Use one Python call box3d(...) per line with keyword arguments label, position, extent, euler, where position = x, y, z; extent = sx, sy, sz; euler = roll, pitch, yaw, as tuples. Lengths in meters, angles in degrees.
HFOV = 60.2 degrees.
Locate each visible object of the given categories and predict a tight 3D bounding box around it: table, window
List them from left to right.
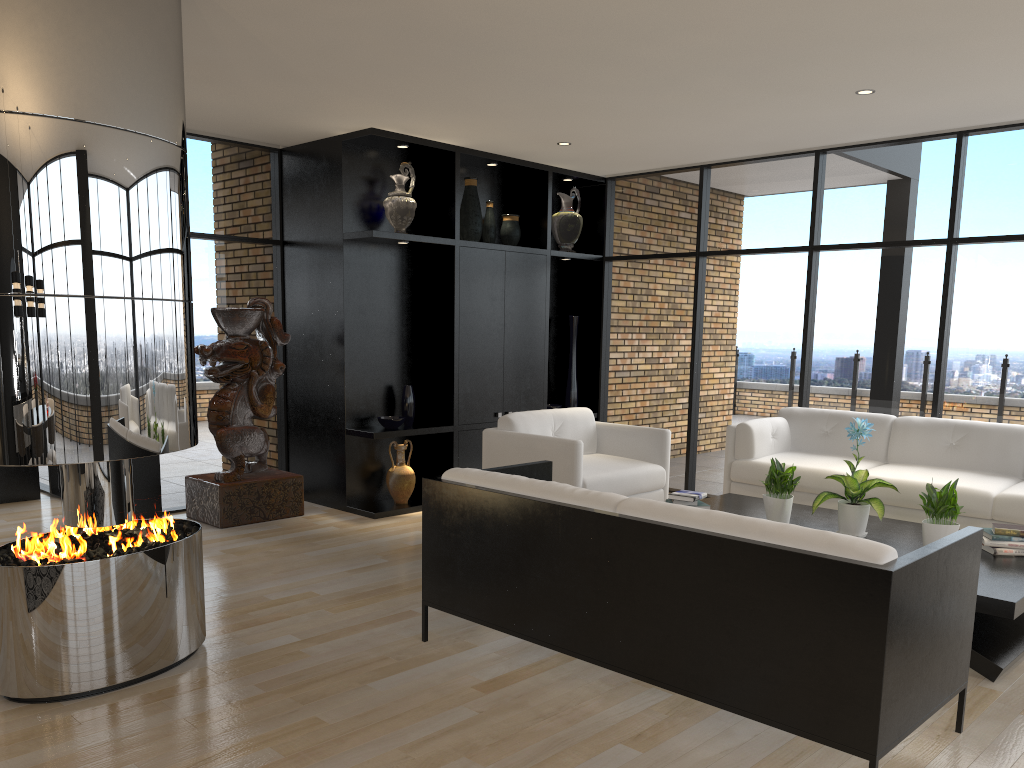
box3d(label="window", position=(-3.105, -1.345, 4.464), extent=(15.832, 4.845, 10.052), euler=(3, 5, 30))
box3d(label="table", position=(1.719, 0.972, 4.700), extent=(2.020, 0.355, 1.258), euler=(5, 5, 44))

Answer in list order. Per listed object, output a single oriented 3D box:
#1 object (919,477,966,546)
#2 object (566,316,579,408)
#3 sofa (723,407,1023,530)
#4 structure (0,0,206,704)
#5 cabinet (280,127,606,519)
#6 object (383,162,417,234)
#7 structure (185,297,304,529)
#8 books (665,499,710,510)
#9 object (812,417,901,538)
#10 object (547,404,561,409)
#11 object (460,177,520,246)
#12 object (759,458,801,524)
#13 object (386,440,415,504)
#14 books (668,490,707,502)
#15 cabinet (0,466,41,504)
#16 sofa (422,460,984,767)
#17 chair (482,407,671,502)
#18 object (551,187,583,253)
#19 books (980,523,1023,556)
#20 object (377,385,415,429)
box3d(label="object", position=(2.090, 0.641, 4.314), extent=(0.214, 0.374, 0.281), euler=(4, 8, 22))
box3d(label="object", position=(0.558, -0.176, 8.091), extent=(0.113, 0.893, 0.112), euler=(-5, 11, -34))
box3d(label="sofa", position=(2.749, 0.673, 5.672), extent=(2.678, 0.866, 0.850), euler=(5, 7, 44))
box3d(label="structure", position=(-1.645, -0.212, 3.428), extent=(0.584, 2.778, 0.884), euler=(6, 10, 32))
box3d(label="cabinet", position=(-0.468, -0.456, 7.562), extent=(2.649, 2.776, 1.177), euler=(-5, 10, -44))
box3d(label="object", position=(-0.823, -1.363, 6.483), extent=(0.245, 0.551, 0.241), euler=(1, 8, -2))
box3d(label="structure", position=(-1.922, 0.176, 6.380), extent=(0.513, 1.614, 0.727), euler=(9, 11, 44))
box3d(label="books", position=(0.984, 0.701, 4.970), extent=(0.223, 0.128, 0.304), euler=(0, 5, -7))
box3d(label="object", position=(1.777, 0.485, 4.568), extent=(0.369, 0.639, 0.352), euler=(-3, 9, -26))
box3d(label="object", position=(0.340, 0.234, 7.954), extent=(0.211, 0.082, 0.211), euler=(5, 6, 41))
box3d(label="object", position=(-0.184, -1.376, 7.151), extent=(0.206, 0.517, 0.615), euler=(9, 10, 44))
box3d(label="object", position=(1.492, 0.593, 4.903), extent=(0.215, 0.374, 0.281), euler=(2, 7, 7))
box3d(label="object", position=(-0.856, 0.678, 6.798), extent=(0.222, 0.501, 0.220), euler=(-2, 9, -19))
box3d(label="books", position=(0.983, 0.626, 4.941), extent=(0.154, 0.027, 0.183), euler=(4, 5, 35))
box3d(label="cabinet", position=(-5.020, 0.465, 7.730), extent=(3.021, 0.749, 0.618), euler=(5, 8, 44))
box3d(label="sofa", position=(0.621, 0.800, 3.517), extent=(2.019, 0.813, 0.834), euler=(5, 7, 44))
box3d(label="chair", position=(0.444, 0.618, 5.905), extent=(0.849, 0.866, 0.996), euler=(7, 9, 44))
box3d(label="object", position=(0.484, -1.449, 7.801), extent=(0.285, 0.601, 0.280), euler=(2, 8, 5))
box3d(label="books", position=(2.472, 0.766, 4.351), extent=(0.307, 0.128, 0.221), euler=(2, 5, 12))
box3d(label="object", position=(-0.856, 0.175, 6.713), extent=(0.211, 0.317, 0.371), euler=(8, 9, 42))
